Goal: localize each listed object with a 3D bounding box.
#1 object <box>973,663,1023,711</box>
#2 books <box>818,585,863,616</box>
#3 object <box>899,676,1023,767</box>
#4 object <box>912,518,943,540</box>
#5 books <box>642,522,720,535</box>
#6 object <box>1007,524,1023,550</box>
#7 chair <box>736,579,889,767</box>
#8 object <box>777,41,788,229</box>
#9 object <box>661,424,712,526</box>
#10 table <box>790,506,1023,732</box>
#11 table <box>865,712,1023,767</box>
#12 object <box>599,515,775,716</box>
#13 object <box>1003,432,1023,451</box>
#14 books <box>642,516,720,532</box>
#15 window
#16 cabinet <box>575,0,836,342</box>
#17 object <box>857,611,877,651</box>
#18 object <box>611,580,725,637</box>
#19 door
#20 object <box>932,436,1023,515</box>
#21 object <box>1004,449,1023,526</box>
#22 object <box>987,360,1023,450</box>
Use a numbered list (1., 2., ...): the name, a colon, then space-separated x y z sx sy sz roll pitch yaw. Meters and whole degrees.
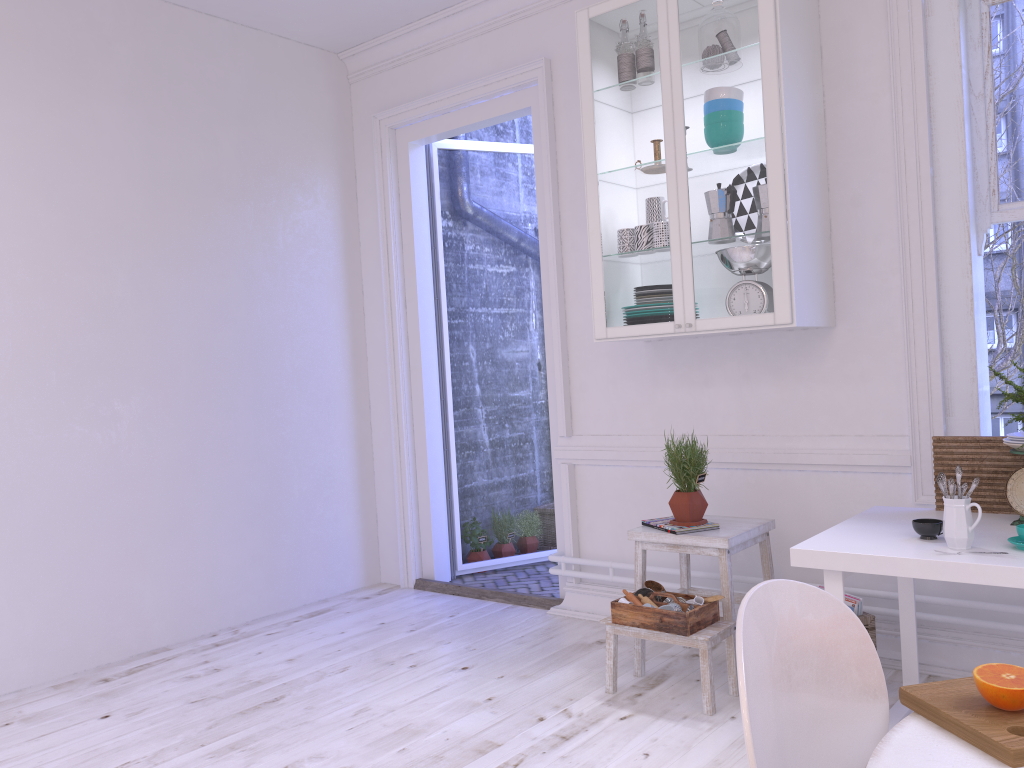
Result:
1. object: 0.759 0.392 1.237 0.285 0.075 0.129 -4 1 -15
2. books: 1.043 0.870 3.013 0.205 0.306 0.221 -4 1 -17
3. object: 0.753 0.442 1.213 0.347 0.024 0.224 -4 1 -11
4. object: 1.136 0.398 2.419 0.079 0.048 0.082 -3 1 -1
5. books: 0.615 0.518 3.250 0.180 0.011 0.246 -4 1 -21
6. object: 1.315 0.386 2.231 0.121 0.055 0.121 -4 1 -10
7. chair: 0.538 0.678 1.034 0.483 0.845 0.604 -3 1 39
8. object: 0.728 -0.844 3.406 0.811 0.651 0.376 -3 1 39
9. object: 0.637 0.321 3.206 0.186 0.367 0.196 -3 1 -6
10. table: 1.589 0.708 2.216 1.514 0.619 0.736 -3 1 39
11. table: 0.951 0.764 0.827 1.140 0.629 1.140 -4 1 -22
12. object: 0.654 0.790 3.195 0.418 0.534 0.599 -3 1 39
13. object: 1.513 0.167 2.565 0.163 0.047 0.164 -3 1 -1
14. books: 0.614 0.509 3.250 0.180 0.007 0.246 -4 1 -21
15. window: 2.015 -0.606 2.783 1.234 1.782 0.181 -3 1 39
16. cabinet: 0.715 -0.843 3.389 0.823 1.311 0.425 -3 1 39
17. object: 1.032 0.904 3.010 0.276 0.270 0.276 -4 1 -17
18. object: 0.533 0.759 3.024 0.358 0.110 0.211 -3 1 42
19. door: 0.158 -0.182 4.879 1.009 2.474 1.021 -3 1 39
20. object: 1.463 0.280 2.736 0.294 0.237 0.028 -3 1 39
21. object: 1.517 0.294 2.556 0.159 0.208 0.185 -3 1 39
22. object: 1.547 0.134 2.372 0.438 0.527 0.368 -3 1 39
